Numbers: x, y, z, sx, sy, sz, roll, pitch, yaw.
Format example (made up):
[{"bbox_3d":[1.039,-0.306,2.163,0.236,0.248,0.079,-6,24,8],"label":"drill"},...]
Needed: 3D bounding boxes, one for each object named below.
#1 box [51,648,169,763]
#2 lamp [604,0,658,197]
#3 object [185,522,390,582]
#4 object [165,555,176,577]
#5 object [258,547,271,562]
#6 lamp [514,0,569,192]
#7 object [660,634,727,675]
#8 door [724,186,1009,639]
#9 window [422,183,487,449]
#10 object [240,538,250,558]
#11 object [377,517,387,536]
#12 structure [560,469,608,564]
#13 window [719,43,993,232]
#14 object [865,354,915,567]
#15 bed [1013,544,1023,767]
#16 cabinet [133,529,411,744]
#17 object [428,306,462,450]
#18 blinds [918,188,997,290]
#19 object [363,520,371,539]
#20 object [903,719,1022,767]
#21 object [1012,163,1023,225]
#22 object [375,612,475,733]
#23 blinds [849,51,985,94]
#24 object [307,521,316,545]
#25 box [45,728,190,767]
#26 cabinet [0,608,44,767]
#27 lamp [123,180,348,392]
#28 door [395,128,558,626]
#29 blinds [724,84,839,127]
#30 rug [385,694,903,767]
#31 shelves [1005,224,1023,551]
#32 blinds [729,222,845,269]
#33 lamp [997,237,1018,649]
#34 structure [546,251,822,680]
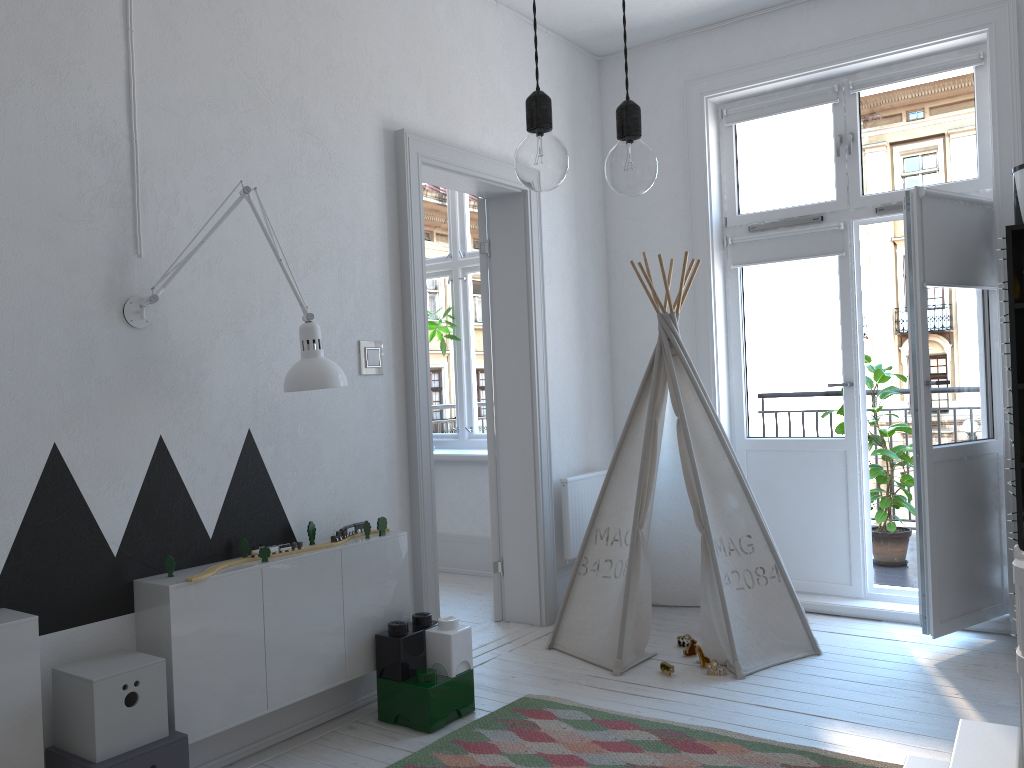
[{"bbox_3d":[-1.052,0.834,2.324,0.202,0.205,0.199,-2,0,36],"label":"box"},{"bbox_3d":[0.257,-1.029,1.886,0.074,1.530,1.381,-2,0,11],"label":"lamp"},{"bbox_3d":[-0.718,0.528,2.905,0.111,0.047,0.902,-2,0,30],"label":"object"},{"bbox_3d":[-0.994,0.529,2.579,0.029,0.063,0.007,-2,0,-2],"label":"object"},{"bbox_3d":[-0.768,0.530,2.754,0.037,0.046,0.006,-2,0,-28],"label":"object"},{"bbox_3d":[0.129,-1.024,1.831,0.074,1.530,1.381,-2,0,11],"label":"lamp"},{"bbox_3d":[0.888,0.975,3.734,0.385,0.283,0.856,-2,0,28],"label":"object"},{"bbox_3d":[1.493,0.115,4.035,1.264,1.838,0.636,-2,0,38],"label":"door"},{"bbox_3d":[-0.347,-0.516,5.910,1.358,1.901,0.094,-2,0,36],"label":"window"},{"bbox_3d":[-0.856,0.525,2.840,0.029,0.063,0.007,-2,0,-2],"label":"object"},{"bbox_3d":[-0.465,0.509,3.176,0.009,0.066,0.054,-2,0,27],"label":"object"},{"bbox_3d":[0.436,0.678,4.548,0.075,0.460,0.635,-2,0,32],"label":"structure"},{"bbox_3d":[1.593,-1.138,4.227,1.263,0.660,0.101,-2,0,36],"label":"window"},{"bbox_3d":[2.130,0.431,5.190,0.489,1.225,0.720,-2,0,-44],"label":"object"},{"bbox_3d":[1.474,0.666,1.779,0.670,0.833,1.403,-2,0,36],"label":"bed"},{"bbox_3d":[-0.730,0.779,2.899,0.183,0.454,0.970,-2,0,36],"label":"cabinet"},{"bbox_3d":[-0.661,-0.073,5.885,0.696,1.022,0.497,-2,0,9],"label":"object"},{"bbox_3d":[1.866,-0.591,3.676,0.565,0.390,0.032,-2,0,-34],"label":"blinds"},{"bbox_3d":[-0.510,0.512,3.124,0.029,0.063,0.007,-2,0,-27],"label":"object"},{"bbox_3d":[1.073,0.977,2.114,0.288,0.245,0.332,-2,0,31],"label":"object"},{"bbox_3d":[2.158,-0.745,3.473,0.395,0.259,0.272,-2,0,-26],"label":"object"},{"bbox_3d":[-0.304,0.991,3.098,0.246,0.332,0.246,-2,0,36],"label":"object"},{"bbox_3d":[1.827,-1.411,4.026,0.565,0.060,0.032,-3,0,36],"label":"blinds"},{"bbox_3d":[-0.687,0.510,3.042,0.009,0.081,0.037,-2,0,29],"label":"object"},{"bbox_3d":[-1.030,1.066,2.325,0.254,0.259,0.251,-2,0,36],"label":"box"},{"bbox_3d":[-1.503,0.805,1.824,0.183,0.454,0.970,-2,0,36],"label":"cabinet"},{"bbox_3d":[-0.849,-0.296,2.746,0.651,0.655,0.200,-2,0,-21],"label":"lamp"},{"bbox_3d":[-0.123,0.077,4.169,0.505,2.177,1.465,-2,0,20],"label":"door"},{"bbox_3d":[1.324,-1.375,4.389,0.565,0.087,0.032,-3,0,36],"label":"blinds"},{"bbox_3d":[0.007,1.137,2.096,1.320,0.016,2.028,-3,0,36],"label":"rug"},{"bbox_3d":[2.386,0.213,3.261,0.911,1.677,0.353,-2,0,36],"label":"shelves"},{"bbox_3d":[1.352,-0.682,4.391,0.565,0.158,0.032,-3,0,36],"label":"blinds"},{"bbox_3d":[2.402,0.210,3.327,0.985,1.684,0.095,-2,0,33],"label":"lamp"},{"bbox_3d":[0.715,0.258,3.944,1.143,1.749,1.143,-2,0,12],"label":"structure"}]
